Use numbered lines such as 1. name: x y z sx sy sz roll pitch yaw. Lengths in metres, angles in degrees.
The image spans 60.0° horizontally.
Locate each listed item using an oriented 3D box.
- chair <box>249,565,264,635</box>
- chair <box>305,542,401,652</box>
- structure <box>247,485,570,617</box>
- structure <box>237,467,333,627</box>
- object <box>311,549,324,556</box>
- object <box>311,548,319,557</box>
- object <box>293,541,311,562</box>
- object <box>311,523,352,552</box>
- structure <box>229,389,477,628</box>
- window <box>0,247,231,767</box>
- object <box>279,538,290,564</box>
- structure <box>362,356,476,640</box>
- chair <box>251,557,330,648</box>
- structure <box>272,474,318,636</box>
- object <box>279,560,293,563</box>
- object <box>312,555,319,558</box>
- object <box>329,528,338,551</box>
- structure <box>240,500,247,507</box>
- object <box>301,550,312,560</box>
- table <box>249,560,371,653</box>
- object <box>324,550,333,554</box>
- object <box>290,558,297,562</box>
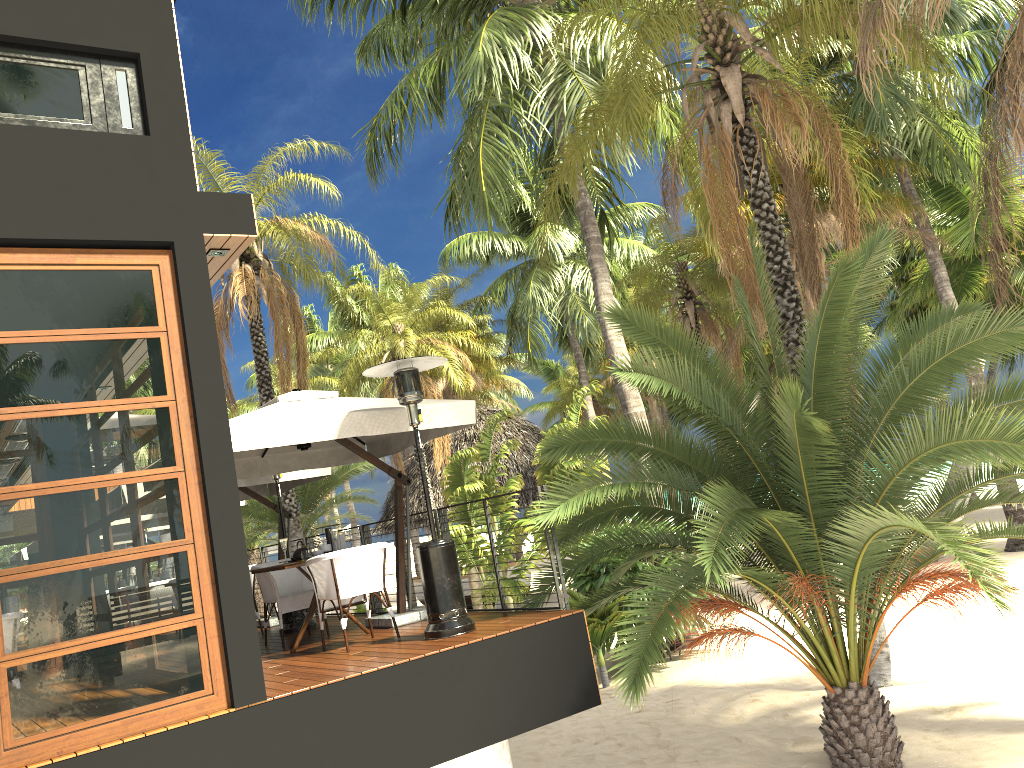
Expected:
1. chair: -3.159 2.491 10.032 0.628 0.790 0.614 -5 -10 -34
2. chair: -1.291 1.748 7.301 0.628 0.790 0.614 -5 -10 -34
3. structure: -6.889 4.260 17.630 0.163 1.156 26.175 -4 -10 -35
4. structure: -3.685 1.923 10.905 2.415 2.339 2.405 -5 -10 -35
5. object: -1.721 1.507 7.852 0.116 0.065 0.115 -6 -10 -31
6. object: -1.831 1.575 8.254 0.086 0.086 0.086 -6 -10 -30
7. object: -1.895 1.500 7.987 0.168 0.179 0.162 -4 -11 -37
8. object: -1.659 1.439 8.165 0.263 0.265 0.263 -12 -9 9
9. structure: -1.831 1.185 8.195 2.415 2.339 2.405 -5 -10 -35
10. window: -17.620 -2.340 19.004 38.327 18.015 14.482 -16 -10 31
11. object: -2.082 1.528 8.125 0.082 0.227 0.082 -5 -11 -34
12. structure: -0.677 0.867 7.037 0.697 2.199 0.699 -19 -12 42
13. chair: -2.150 2.096 8.600 0.628 0.790 0.614 -5 -10 -34
14. structure: -2.493 1.590 9.690 0.697 2.199 0.699 -19 -12 42
15. object: -2.029 1.646 8.268 0.295 0.025 0.169 -5 -10 -35
16. object: -1.592 1.489 7.750 0.295 0.025 0.169 -5 -10 -35
17. object: -1.578 1.404 7.925 0.082 0.227 0.082 -5 -11 -34
18. structure: -5.539 2.661 13.615 2.415 2.339 2.405 -5 -10 -35
19. object: -1.804 1.501 7.776 0.086 0.086 0.086 -6 -10 -30
20. table: -1.714 1.943 7.973 0.932 0.751 0.928 -5 -10 -35
21. object: -1.638 1.512 7.908 0.080 0.042 0.080 -3 -11 -44
22. object: -1.985 1.607 8.113 0.080 0.042 0.080 -14 -9 23
